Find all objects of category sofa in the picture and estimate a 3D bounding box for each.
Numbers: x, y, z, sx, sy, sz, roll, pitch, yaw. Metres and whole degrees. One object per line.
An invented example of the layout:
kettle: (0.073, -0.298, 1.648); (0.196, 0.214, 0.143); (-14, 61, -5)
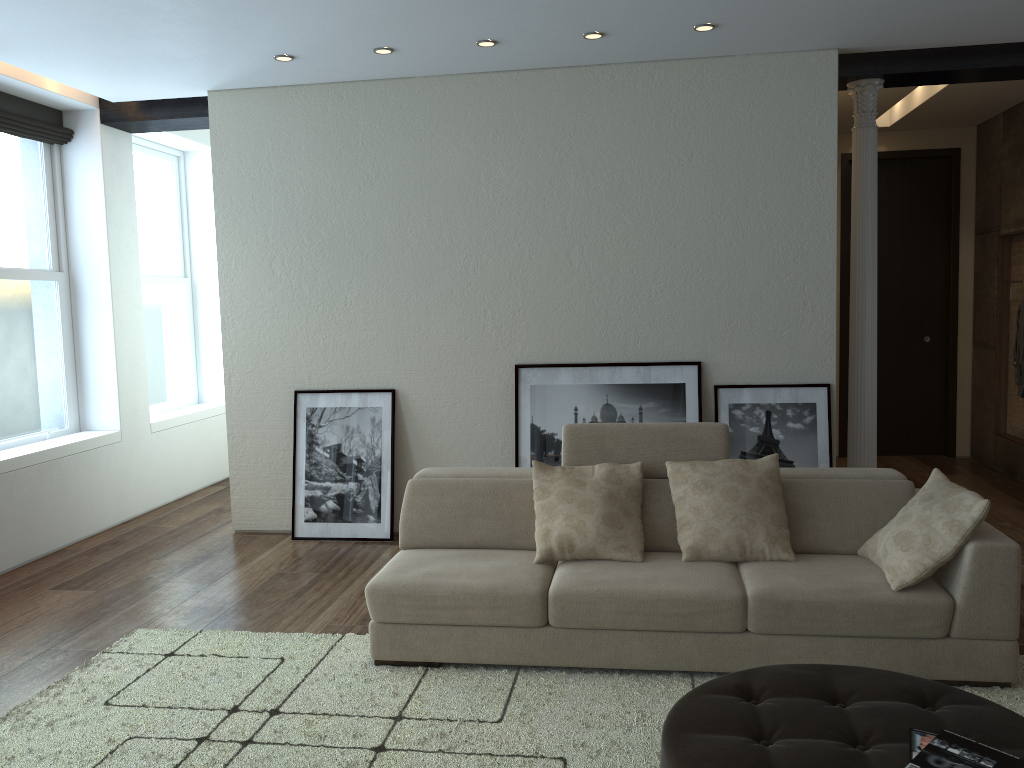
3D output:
sofa: (0.719, 0.684, 4.001); (2.581, 0.950, 1.021); (-1, 5, 9)

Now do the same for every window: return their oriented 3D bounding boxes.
window: (-3.373, -0.693, 5.724); (0.123, 2.400, 1.563); (-1, 5, 9)
window: (-3.094, -0.869, 7.562); (0.123, 2.400, 1.373); (-1, 5, 9)

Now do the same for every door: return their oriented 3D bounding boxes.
door: (3.566, -0.720, 8.259); (1.037, 2.814, 0.246); (-1, 5, 9)

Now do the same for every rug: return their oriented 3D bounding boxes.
rug: (0.062, 1.306, 2.502); (4.231, 0.020, 2.972); (-1, 5, 9)

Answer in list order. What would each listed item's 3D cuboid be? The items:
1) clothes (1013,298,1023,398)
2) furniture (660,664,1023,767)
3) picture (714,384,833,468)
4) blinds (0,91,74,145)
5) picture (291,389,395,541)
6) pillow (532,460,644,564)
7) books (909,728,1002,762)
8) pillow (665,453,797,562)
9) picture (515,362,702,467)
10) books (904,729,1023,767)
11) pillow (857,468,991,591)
clothes: (4.070, -0.296, 6.994); (0.141, 0.855, 0.569); (-1, 5, 9)
furniture: (0.932, 1.107, 2.374); (1.057, 0.355, 1.057); (-1, 5, 11)
picture: (1.618, 0.502, 5.487); (0.700, 0.988, 0.195); (-1, 5, 9)
blinds: (-3.340, -1.758, 5.619); (0.156, 0.275, 1.563); (-1, 5, 9)
picture: (-1.125, 0.538, 5.909); (0.700, 0.988, 0.195); (-1, 5, 9)
pillow: (0.349, 0.571, 4.048); (0.519, 0.416, 0.368); (-1, 5, 4)
books: (1.093, 0.942, 2.173); (0.219, 0.031, 0.300); (1, 6, 24)
pillow: (0.968, 0.551, 3.965); (0.534, 0.439, 0.301); (-1, 5, 5)
picture: (0.605, 0.443, 5.622); (1.183, 1.140, 0.225); (-1, 5, 9)
books: (1.112, 0.936, 2.154); (0.220, 0.040, 0.301); (3, 7, 43)
pillow: (1.685, 0.585, 3.617); (0.395, 0.393, 0.518); (-1, 5, 5)
